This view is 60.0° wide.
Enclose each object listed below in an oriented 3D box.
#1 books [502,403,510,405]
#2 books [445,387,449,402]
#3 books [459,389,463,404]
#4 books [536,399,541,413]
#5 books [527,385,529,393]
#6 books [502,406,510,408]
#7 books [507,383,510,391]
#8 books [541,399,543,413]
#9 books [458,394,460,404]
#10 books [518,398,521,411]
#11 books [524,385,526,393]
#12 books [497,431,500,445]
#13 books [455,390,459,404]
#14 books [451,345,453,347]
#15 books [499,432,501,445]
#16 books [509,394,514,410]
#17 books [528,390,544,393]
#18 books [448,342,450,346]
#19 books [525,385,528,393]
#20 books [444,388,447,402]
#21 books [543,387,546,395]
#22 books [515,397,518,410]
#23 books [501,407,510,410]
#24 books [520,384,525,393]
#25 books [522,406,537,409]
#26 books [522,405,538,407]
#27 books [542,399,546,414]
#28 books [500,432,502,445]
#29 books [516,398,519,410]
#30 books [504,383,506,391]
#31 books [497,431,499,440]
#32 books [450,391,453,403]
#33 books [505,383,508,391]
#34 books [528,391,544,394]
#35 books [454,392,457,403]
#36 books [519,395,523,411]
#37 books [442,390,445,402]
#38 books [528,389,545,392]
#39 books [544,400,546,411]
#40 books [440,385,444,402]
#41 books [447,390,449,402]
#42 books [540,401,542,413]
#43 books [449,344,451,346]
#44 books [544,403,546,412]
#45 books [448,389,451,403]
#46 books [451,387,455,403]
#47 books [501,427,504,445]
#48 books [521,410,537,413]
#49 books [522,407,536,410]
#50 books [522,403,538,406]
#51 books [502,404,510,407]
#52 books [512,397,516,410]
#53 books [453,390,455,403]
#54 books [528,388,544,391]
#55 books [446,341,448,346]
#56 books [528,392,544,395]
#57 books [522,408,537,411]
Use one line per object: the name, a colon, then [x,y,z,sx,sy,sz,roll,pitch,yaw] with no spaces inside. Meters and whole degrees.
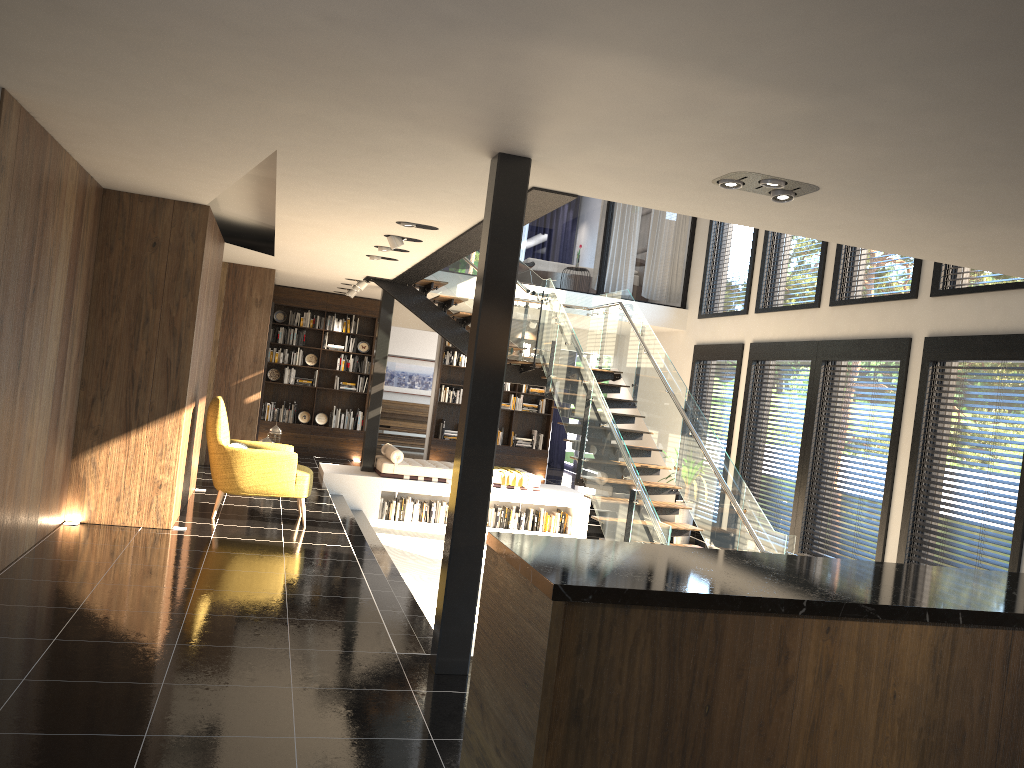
books: [-0.181,0.338,15.366,0.274,0.025,0.156,7,0,-12]
books: [-1.123,0.180,15.118,0.029,0.258,0.181,7,0,-15]
books: [-0.889,0.210,15.176,0.029,0.256,0.167,7,0,-15]
books: [0.460,0.381,15.524,0.031,0.244,0.176,7,0,-15]
books: [0.259,0.041,15.525,0.025,0.243,0.119,7,0,-15]
books: [-0.187,0.387,15.365,0.275,0.025,0.156,7,0,-19]
books: [-0.066,0.010,15.400,0.046,0.219,0.145,7,0,-15]
books: [0.505,0.386,15.556,0.023,0.246,0.147,7,0,-15]
books: [-0.926,0.249,15.190,0.027,0.171,0.146,7,0,-15]
books: [0.115,0.356,15.423,0.026,0.209,0.184,7,0,-15]
books: [0.216,0.026,15.498,0.023,0.261,0.146,7,0,-15]
books: [-0.249,0.929,15.347,0.028,0.250,0.161,7,0,-15]
books: [-0.947,0.220,15.171,0.030,0.222,0.189,7,0,-15]
books: [-1.022,-0.779,15.099,0.028,0.290,0.170,7,0,-15]
books: [-0.231,0.945,15.374,0.026,0.221,0.145,7,0,-15]
books: [-0.020,0.313,15.411,0.026,0.263,0.156,7,0,-15]
books: [0.422,0.130,15.561,0.259,0.020,0.167,7,0,-17]
books: [-1.082,-0.750,15.094,0.021,0.217,0.180,7,0,-15]
books: [0.239,0.062,15.489,0.026,0.196,0.147,7,0,-15]
books: [-1.153,0.183,15.129,0.023,0.245,0.159,7,0,-15]
books: [0.573,0.092,15.594,0.026,0.219,0.156,7,0,-15]
books: [0.057,0.337,15.438,0.025,0.232,0.156,7,0,-15]
books: [-0.190,0.412,15.367,0.274,0.025,0.156,7,0,-18]
books: [0.190,0.044,15.495,0.024,0.219,0.174,7,0,-15]
books: [0.293,0.402,15.496,0.268,0.022,0.156,7,0,-19]
books: [0.296,0.381,15.494,0.260,0.021,0.167,7,0,-18]
books: [0.534,0.387,15.541,0.026,0.251,0.178,7,0,-15]
books: [-0.206,0.946,15.380,0.026,0.227,0.129,7,0,-15]
books: [0.084,0.350,15.434,0.029,0.214,0.149,7,0,-15]
books: [-0.131,0.008,15.401,0.030,0.208,0.119,7,0,-15]
books: [-0.275,0.903,15.352,0.025,0.294,0.177,7,0,-15]
books: [-1.055,0.219,15.143,0.024,0.197,0.172,7,0,-15]
books: [-0.099,0.006,15.389,0.024,0.220,0.148,7,0,-15]
books: [0.418,0.150,15.566,0.272,0.021,0.156,7,0,-17]
books: [-0.983,0.230,15.174,0.033,0.193,0.172,7,0,-15]
books: [0.144,0.326,15.440,0.031,0.277,0.168,7,0,-15]
books: [-1.176,0.203,15.103,0.028,0.199,0.175,7,0,-15]
books: [0.425,0.110,15.559,0.260,0.020,0.167,7,0,-18]
books: [0.551,0.392,15.570,0.022,0.247,0.132,7,0,-15]
books: [-1.198,0.159,15.097,0.028,0.282,0.168,7,0,-15]
books: [-1.105,0.208,15.138,0.022,0.207,0.130,7,0,-15]
books: [0.482,0.400,15.541,0.025,0.212,0.167,7,0,-15]
books: [-1.054,-0.753,15.091,0.030,0.231,0.200,7,0,-15]
books: [0.562,0.404,15.590,0.012,0.224,0.097,7,0,-15]
books: [-1.080,0.201,15.144,0.028,0.227,0.136,7,0,-15]
books: [-1.026,0.185,15.154,0.029,0.272,0.152,7,0,-15]
books: [-0.180,0.908,15.396,0.022,0.307,0.131,7,0,-15]
books: [0.287,0.470,15.486,0.288,0.026,0.175,7,0,-11]
books: [0.287,0.424,15.507,0.247,0.022,0.148,7,0,-15]
books: [0.297,0.360,15.500,0.272,0.022,0.156,7,0,-17]
books: [-0.183,0.362,15.362,0.261,0.024,0.167,7,0,-19]
books: [0.005,0.332,15.429,0.037,0.232,0.231,7,0,-15]
books: [-1.009,0.216,15.173,0.021,0.216,0.170,7,0,-15]
books: [0.423,0.089,15.573,0.246,0.021,0.148,7,0,-15]
books: [-1.108,-0.770,15.095,0.032,0.250,0.167,7,0,-15]
books: [0.416,0.171,15.565,0.266,0.021,0.156,7,0,-18]
books: [0.287,0.446,15.497,0.274,0.022,0.156,7,0,-18]
